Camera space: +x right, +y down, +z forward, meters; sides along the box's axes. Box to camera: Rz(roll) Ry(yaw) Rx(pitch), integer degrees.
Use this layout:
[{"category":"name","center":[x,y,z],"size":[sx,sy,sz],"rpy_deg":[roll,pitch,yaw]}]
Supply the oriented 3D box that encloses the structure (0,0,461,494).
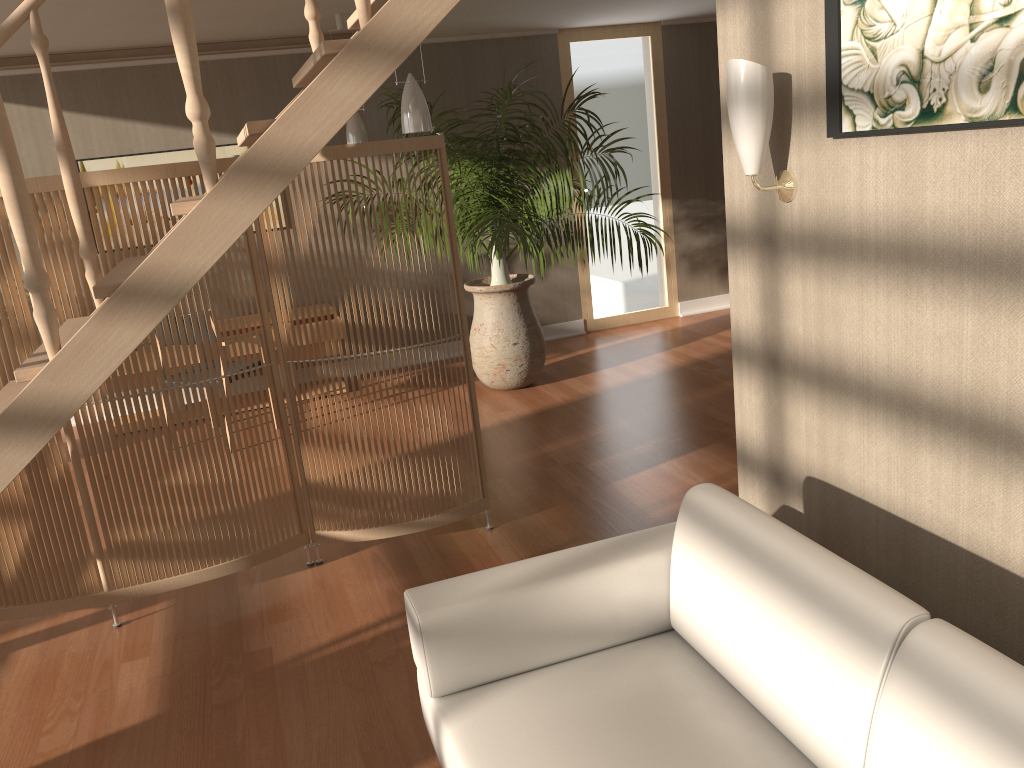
[{"category":"structure","center":[-1.085,-0.758,2.429],"size":[3.150,3.578,1.000],"rpy_deg":[-11,15,-16]}]

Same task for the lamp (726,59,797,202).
[{"category":"lamp","center":[0.607,-0.616,2.178],"size":[0.153,0.353,0.112],"rpy_deg":[-11,15,-16]}]

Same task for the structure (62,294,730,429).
[{"category":"structure","center":[1.111,-0.635,3.071],"size":[10.775,2.533,8.342],"rpy_deg":[-11,15,-16]}]

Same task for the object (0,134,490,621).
[{"category":"object","center":[-1.231,-0.012,3.278],"size":[2.229,1.542,0.233],"rpy_deg":[-10,15,-11]}]

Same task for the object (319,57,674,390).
[{"category":"object","center":[-0.108,-0.903,5.898],"size":[2.157,2.304,2.109],"rpy_deg":[-14,17,-27]}]

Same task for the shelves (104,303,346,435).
[{"category":"shelves","center":[-1.990,-0.108,6.166],"size":[1.600,0.590,0.658],"rpy_deg":[-11,15,-16]}]

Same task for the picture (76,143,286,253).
[{"category":"picture","center":[-2.298,-1.328,6.251],"size":[1.317,0.633,0.010],"rpy_deg":[-11,15,-16]}]

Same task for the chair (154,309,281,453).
[{"category":"chair","center":[-1.851,-0.069,5.483],"size":[0.582,0.856,0.509],"rpy_deg":[0,16,22]}]

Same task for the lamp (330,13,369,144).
[{"category":"lamp","center":[-1.033,-1.916,5.614],"size":[0.139,0.800,0.139],"rpy_deg":[-20,20,-41]}]

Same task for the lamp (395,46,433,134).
[{"category":"lamp","center":[-0.479,-1.545,3.989],"size":[0.139,0.800,0.139],"rpy_deg":[-1,16,18]}]

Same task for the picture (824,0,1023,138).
[{"category":"picture","center":[0.943,-0.637,1.261],"size":[0.018,0.487,1.531],"rpy_deg":[-11,15,-16]}]

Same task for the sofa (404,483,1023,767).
[{"category":"sofa","center":[0.457,0.793,1.497],"size":[0.905,0.740,1.781],"rpy_deg":[-11,15,-16]}]
